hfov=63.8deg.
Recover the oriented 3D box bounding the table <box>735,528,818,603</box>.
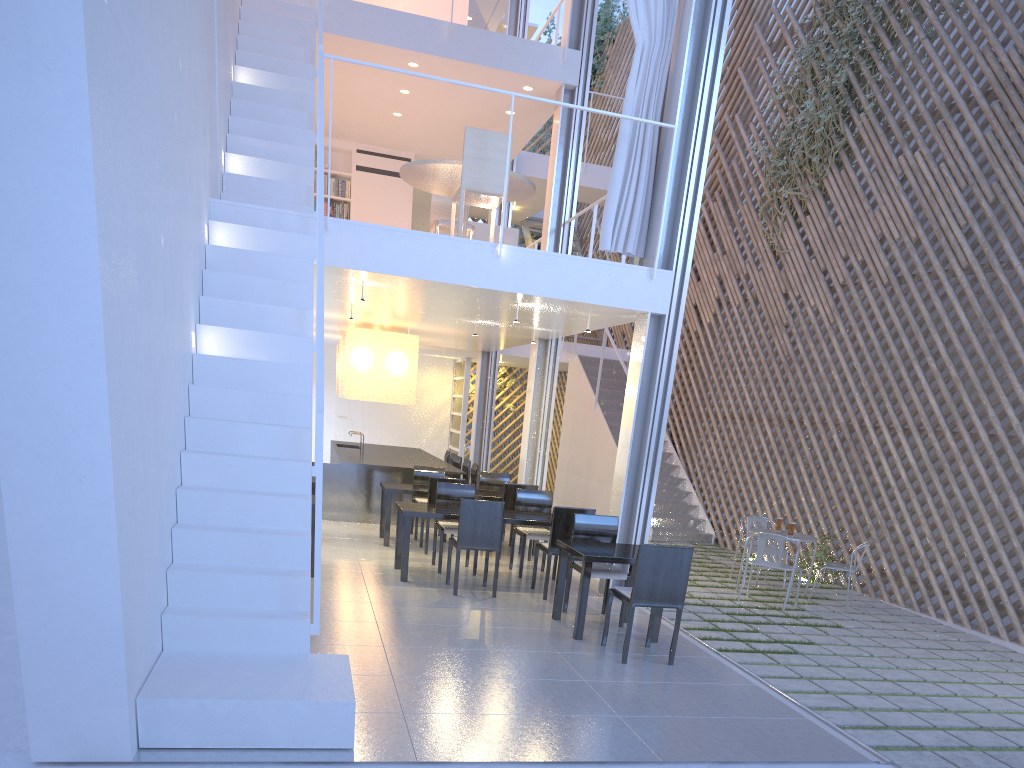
[{"bbox_3d":[1.402,0.956,4.356,0.332,0.359,0.339,13,11,38],"label":"table"}]

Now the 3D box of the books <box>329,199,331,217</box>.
[{"bbox_3d":[-1.417,-1.344,6.397,0.015,0.164,0.079,1,14,-14],"label":"books"}]

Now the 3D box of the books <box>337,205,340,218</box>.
[{"bbox_3d":[-1.354,-1.320,6.419,0.018,0.130,0.078,1,13,-14],"label":"books"}]

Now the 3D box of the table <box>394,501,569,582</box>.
[{"bbox_3d":[-0.093,0.784,3.962,0.921,0.356,0.325,6,8,-14],"label":"table"}]

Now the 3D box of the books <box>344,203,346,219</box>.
[{"bbox_3d":[-1.309,-1.325,6.425,0.010,0.152,0.081,1,14,-14],"label":"books"}]

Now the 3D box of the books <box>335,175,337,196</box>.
[{"bbox_3d":[-1.360,-0.758,4.971,0.031,1.807,3.363,4,3,-3],"label":"books"}]

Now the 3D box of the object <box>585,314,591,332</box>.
[{"bbox_3d":[-0.714,0.023,4.450,1.683,0.879,1.722,5,2,-16],"label":"object"}]

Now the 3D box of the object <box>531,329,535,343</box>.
[{"bbox_3d":[0.125,-0.272,4.644,0.029,0.085,0.026,5,16,-3],"label":"object"}]

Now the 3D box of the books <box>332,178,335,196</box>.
[{"bbox_3d":[-1.343,-0.775,4.963,0.029,1.711,3.364,4,2,-4],"label":"books"}]

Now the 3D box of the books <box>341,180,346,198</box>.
[{"bbox_3d":[-1.319,-0.757,4.981,0.045,1.737,3.371,5,2,-2],"label":"books"}]

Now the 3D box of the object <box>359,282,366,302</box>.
[{"bbox_3d":[-0.633,-0.392,3.492,0.029,0.085,0.026,5,16,-3],"label":"object"}]

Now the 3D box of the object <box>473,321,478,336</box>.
[{"bbox_3d":[-0.200,-0.310,4.562,0.029,0.085,0.026,5,16,-3],"label":"object"}]

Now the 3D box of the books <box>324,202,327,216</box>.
[{"bbox_3d":[-1.451,-1.333,6.391,0.021,0.133,0.084,1,13,-14],"label":"books"}]

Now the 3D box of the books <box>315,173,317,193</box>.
[{"bbox_3d":[-1.505,-1.530,6.323,0.015,0.153,0.072,1,15,-14],"label":"books"}]

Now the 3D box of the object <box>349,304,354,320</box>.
[{"bbox_3d":[-0.857,-0.385,4.396,0.029,0.085,0.026,5,16,-3],"label":"object"}]

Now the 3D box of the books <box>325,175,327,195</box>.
[{"bbox_3d":[-1.388,-0.755,4.979,0.024,1.795,3.318,4,3,-4],"label":"books"}]

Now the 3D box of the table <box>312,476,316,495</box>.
[{"bbox_3d":[-1.270,0.679,4.567,0.361,0.357,0.325,4,9,-14],"label":"table"}]

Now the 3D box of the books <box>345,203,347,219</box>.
[{"bbox_3d":[-1.298,-1.326,6.429,0.011,0.156,0.078,1,14,-14],"label":"books"}]

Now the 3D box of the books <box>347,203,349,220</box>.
[{"bbox_3d":[-1.284,-1.324,6.434,0.020,0.156,0.076,1,14,-14],"label":"books"}]

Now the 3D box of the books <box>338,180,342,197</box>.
[{"bbox_3d":[-1.332,-0.753,4.962,0.037,1.748,3.401,5,2,-2],"label":"books"}]

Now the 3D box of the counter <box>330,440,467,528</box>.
[{"bbox_3d":[-0.994,0.748,6.523,0.820,0.398,2.360,5,-1,-14],"label":"counter"}]

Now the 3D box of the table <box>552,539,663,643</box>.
[{"bbox_3d":[0.376,0.809,3.224,0.361,0.357,0.325,4,9,-14],"label":"table"}]

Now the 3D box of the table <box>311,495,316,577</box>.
[{"bbox_3d":[-1.059,0.673,3.717,0.361,0.357,0.325,4,9,-14],"label":"table"}]

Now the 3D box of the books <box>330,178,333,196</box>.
[{"bbox_3d":[-1.341,-0.756,4.962,0.034,1.745,3.373,4,3,-4],"label":"books"}]

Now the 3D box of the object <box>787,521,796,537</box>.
[{"bbox_3d":[1.428,0.741,4.202,0.030,0.083,0.030,15,18,30],"label":"object"}]

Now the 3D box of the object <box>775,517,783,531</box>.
[{"bbox_3d":[1.423,0.747,4.386,0.030,0.083,0.030,15,18,30],"label":"object"}]

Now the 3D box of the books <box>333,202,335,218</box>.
[{"bbox_3d":[-1.386,-1.335,6.411,0.015,0.153,0.072,1,15,-14],"label":"books"}]

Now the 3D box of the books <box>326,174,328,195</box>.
[{"bbox_3d":[-1.377,-0.756,4.982,0.023,1.800,3.316,4,3,-4],"label":"books"}]

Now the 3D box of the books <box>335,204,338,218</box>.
[{"bbox_3d":[-1.370,-1.324,6.411,0.015,0.133,0.085,1,13,-14],"label":"books"}]

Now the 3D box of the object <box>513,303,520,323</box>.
[{"bbox_3d":[0.024,-0.316,3.658,0.029,0.085,0.026,5,16,-3],"label":"object"}]

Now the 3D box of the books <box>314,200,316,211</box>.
[{"bbox_3d":[-1.535,-1.346,6.379,0.021,0.141,0.064,1,15,-14],"label":"books"}]

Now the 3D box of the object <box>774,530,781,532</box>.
[{"bbox_3d":[0.051,0.404,3.980,2.920,0.469,0.055,6,17,-13],"label":"object"}]

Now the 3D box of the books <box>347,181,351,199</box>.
[{"bbox_3d":[-1.292,-0.749,4.980,0.038,1.746,3.395,5,2,-2],"label":"books"}]

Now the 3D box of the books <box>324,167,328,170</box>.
[{"bbox_3d":[-1.447,-1.643,6.299,0.095,0.022,0.059,6,1,-14],"label":"books"}]

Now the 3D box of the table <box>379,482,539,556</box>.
[{"bbox_3d":[-0.303,0.791,4.812,0.921,0.356,0.325,6,8,-14],"label":"table"}]

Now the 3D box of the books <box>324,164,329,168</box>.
[{"bbox_3d":[-1.441,-1.665,6.288,0.095,0.022,0.059,6,1,-9],"label":"books"}]

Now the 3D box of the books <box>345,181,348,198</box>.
[{"bbox_3d":[-1.314,-0.741,4.978,0.037,1.774,3.396,5,2,-2],"label":"books"}]
